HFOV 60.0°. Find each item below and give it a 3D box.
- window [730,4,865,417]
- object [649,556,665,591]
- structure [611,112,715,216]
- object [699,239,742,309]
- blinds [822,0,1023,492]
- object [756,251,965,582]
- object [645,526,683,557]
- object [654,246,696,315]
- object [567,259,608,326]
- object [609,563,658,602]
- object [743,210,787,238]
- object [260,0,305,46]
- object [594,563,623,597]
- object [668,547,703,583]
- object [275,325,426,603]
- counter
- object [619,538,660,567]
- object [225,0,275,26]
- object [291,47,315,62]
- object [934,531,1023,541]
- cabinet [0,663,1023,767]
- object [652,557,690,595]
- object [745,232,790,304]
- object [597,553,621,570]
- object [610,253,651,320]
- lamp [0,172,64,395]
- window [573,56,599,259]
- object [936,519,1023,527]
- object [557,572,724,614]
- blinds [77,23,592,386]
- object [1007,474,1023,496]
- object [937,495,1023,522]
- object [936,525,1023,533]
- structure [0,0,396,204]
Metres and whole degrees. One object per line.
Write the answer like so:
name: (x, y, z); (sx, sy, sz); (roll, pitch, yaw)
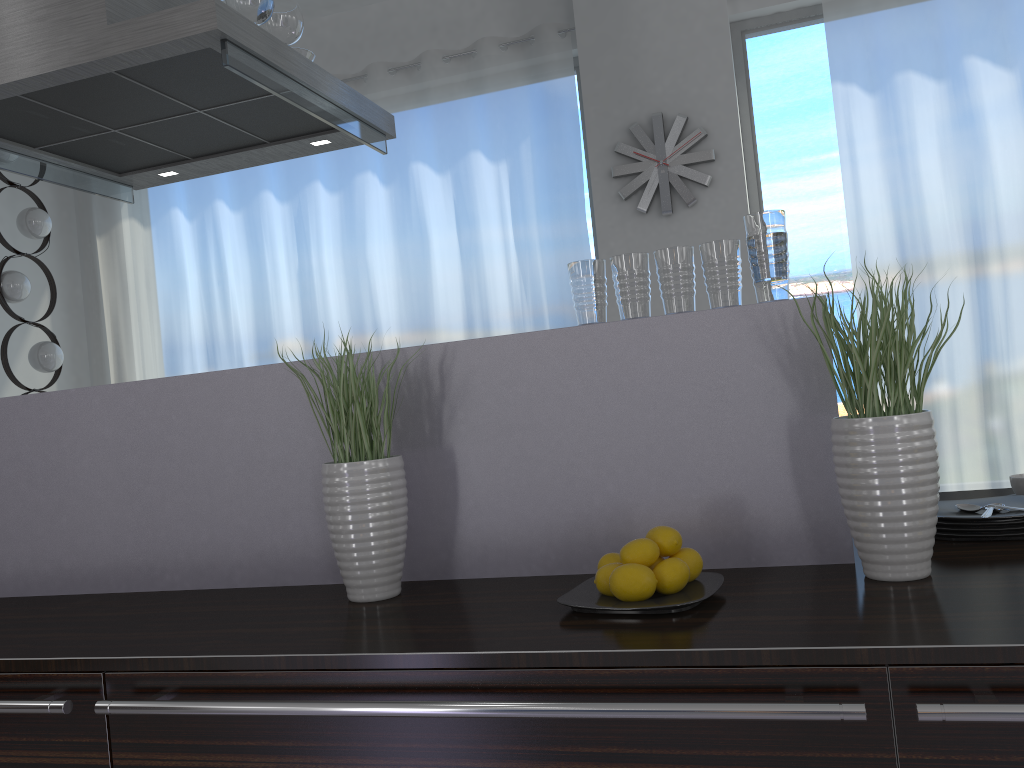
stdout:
window: (2.680, -0.759, 4.124); (3.000, 2.500, 0.100); (-6, -1, 17)
object: (0.217, 0.293, 1.388); (0.057, 0.060, 0.071); (-6, -1, 19)
structure: (0.740, -1.083, 4.364); (0.505, 0.505, 0.076); (-6, -1, 17)
object: (0.374, -0.191, 1.573); (0.071, 0.119, 0.072); (-5, -1, -33)
blinds: (2.969, -0.607, 3.802); (2.830, 3.112, 0.120); (-6, -1, 17)
object: (0.569, 0.040, 1.332); (0.269, 0.502, 0.247); (-5, -1, -30)
object: (0.236, 0.245, 1.382); (0.053, 0.048, 0.063); (-5, -1, -17)
object: (0.297, -0.183, 1.597); (0.071, 0.119, 0.072); (-5, -1, -33)
object: (0.143, -0.166, 1.644); (0.072, 0.119, 0.071); (-5, -1, -23)
object: (0.179, 0.294, 1.308); (0.070, 0.058, 0.060); (-6, -1, 16)
object: (0.447, -0.238, 1.550); (0.071, 0.119, 0.072); (-5, -1, -33)
object: (-0.624, -0.927, 2.419); (0.125, 0.221, 0.125); (-7, -2, 42)
object: (0.158, 0.301, 1.363); (0.063, 0.051, 0.053); (-6, -1, 21)
object: (0.269, 0.283, 1.382); (0.063, 0.053, 0.051); (-5, -1, -33)
object: (-0.284, 0.131, 1.569); (0.269, 0.502, 0.247); (-6, -1, 17)
counter: (0.112, 0.553, 1.793); (3.291, 1.300, 1.302); (-6, -1, 17)
object: (0.194, 0.259, 1.351); (0.061, 0.047, 0.053); (-6, -1, 20)
object: (-0.667, -0.926, 2.278); (0.125, 0.221, 0.125); (-7, -2, 42)
object: (-0.651, -0.896, 2.659); (0.137, 0.174, 0.137); (-5, -1, -18)
object: (0.868, 0.261, 1.615); (0.232, 0.020, 0.232); (-6, -1, 26)
cabinet: (0.130, 0.777, 1.778); (3.285, 0.852, 1.377); (-6, -1, 17)
object: (0.238, 0.289, 1.334); (0.061, 0.054, 0.052); (-6, -1, -6)
object: (0.451, -0.199, 1.549); (0.071, 0.119, 0.072); (-5, -1, -33)
object: (0.166, 0.298, 1.418); (0.052, 0.054, 0.061); (-5, -1, -26)
object: (0.220, -0.174, 1.620); (0.071, 0.119, 0.072); (-5, -1, -33)
lamp: (-2.440, -0.806, 4.405); (0.180, 2.370, 0.367); (-6, -1, 11)
window: (-0.885, -0.377, 5.223); (3.000, 2.500, 0.100); (-6, -1, 17)
object: (0.866, 0.241, 1.616); (0.232, 0.020, 0.232); (-6, -1, 21)
object: (0.199, 0.320, 1.356); (0.232, 0.020, 0.232); (-6, -1, 26)
blinds: (-1.087, -0.172, 5.053); (3.245, 3.112, 0.120); (-6, -1, 17)
object: (1.065, 0.221, 1.816); (0.153, 0.069, 0.153); (-5, -2, -39)
object: (0.720, 0.184, 1.743); (0.646, 0.147, 0.269); (-7, -2, 42)
object: (0.867, 0.251, 1.616); (0.232, 0.020, 0.232); (-6, -1, 26)
structure: (-1.015, -1.264, 2.483); (0.981, 1.231, 0.915); (-6, -1, 17)
